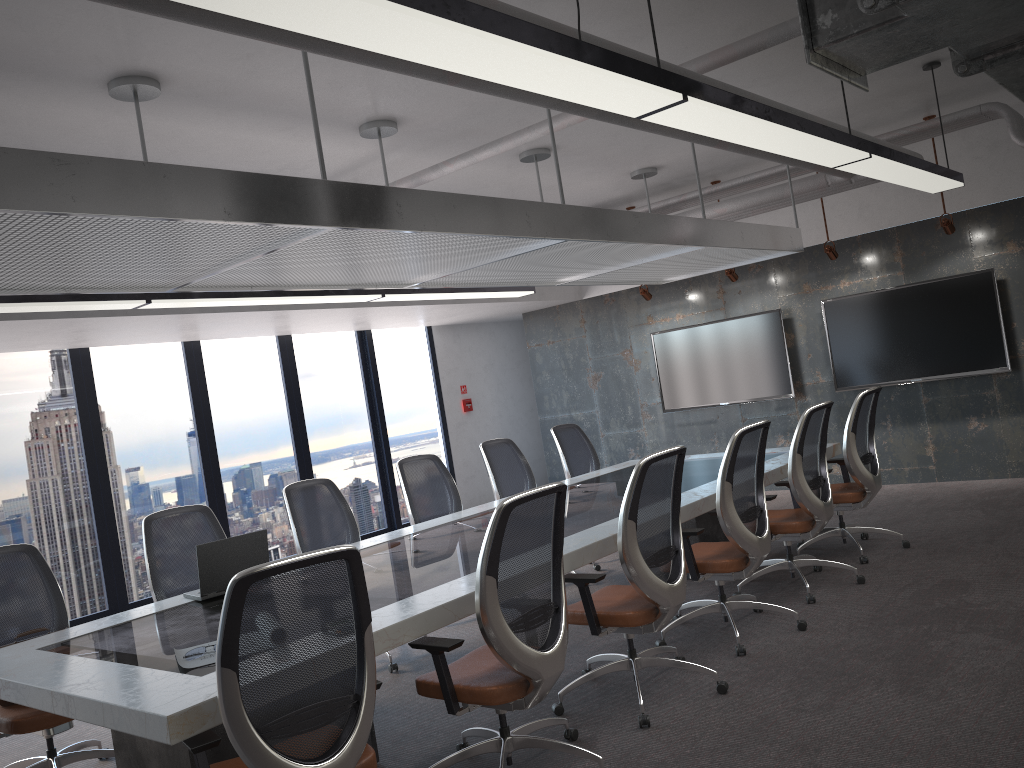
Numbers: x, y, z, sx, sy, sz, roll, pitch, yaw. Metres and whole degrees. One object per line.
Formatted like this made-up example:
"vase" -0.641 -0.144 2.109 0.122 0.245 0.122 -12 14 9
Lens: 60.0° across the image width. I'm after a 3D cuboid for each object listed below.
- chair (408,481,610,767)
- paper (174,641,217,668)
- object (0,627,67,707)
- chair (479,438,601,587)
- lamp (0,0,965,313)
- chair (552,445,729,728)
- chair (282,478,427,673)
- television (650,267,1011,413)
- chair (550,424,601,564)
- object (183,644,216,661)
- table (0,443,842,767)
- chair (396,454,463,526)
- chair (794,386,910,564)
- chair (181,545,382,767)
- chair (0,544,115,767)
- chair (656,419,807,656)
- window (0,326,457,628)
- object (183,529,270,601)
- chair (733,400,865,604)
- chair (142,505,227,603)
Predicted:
"chair" -0.093 0.999 3.492 0.828 1.166 0.789 -9 -1 4
"paper" -1.054 0.948 3.306 0.379 0.069 0.348 -9 -1 -24
"object" -2.254 1.319 4.205 0.378 0.308 0.138 -9 -1 -39
"chair" 0.211 0.985 7.076 0.828 1.166 0.789 -9 -1 4
"lamp" -0.350 -1.294 5.236 4.126 0.908 6.097 -10 -1 40
"chair" 0.512 0.910 4.216 0.828 1.166 0.789 -9 -1 4
"chair" -0.998 1.164 5.628 0.828 1.166 0.789 -9 -1 4
"television" 3.113 -0.363 9.286 3.667 0.960 0.101 -10 -1 40
"chair" 0.816 0.896 7.801 0.828 1.166 0.789 -9 -1 4
"object" -1.098 0.970 3.230 0.200 0.036 0.049 -9 -1 -13
"table" 0.096 1.194 5.284 1.898 0.745 5.498 -10 -1 40
"chair" -0.395 1.076 6.487 0.828 1.166 0.789 -9 -1 10
"chair" 2.326 0.642 6.389 0.828 1.166 0.789 -9 -1 4
"chair" -0.733 1.095 2.802 0.828 1.166 0.789 -9 -1 20
"chair" -2.208 1.343 4.179 0.828 1.166 0.789 -9 -1 4
"chair" 1.117 0.821 4.940 0.828 1.166 0.789 -9 -1 4
"window" -3.855 0.864 8.242 0.121 2.670 9.225 -10 -1 40
"object" -1.467 0.916 4.535 0.366 0.277 0.308 -9 -1 -40
"chair" 1.722 0.731 5.665 0.828 1.166 0.789 -9 -1 4
"chair" -1.655 1.262 4.946 0.828 1.166 0.789 -9 -1 15
